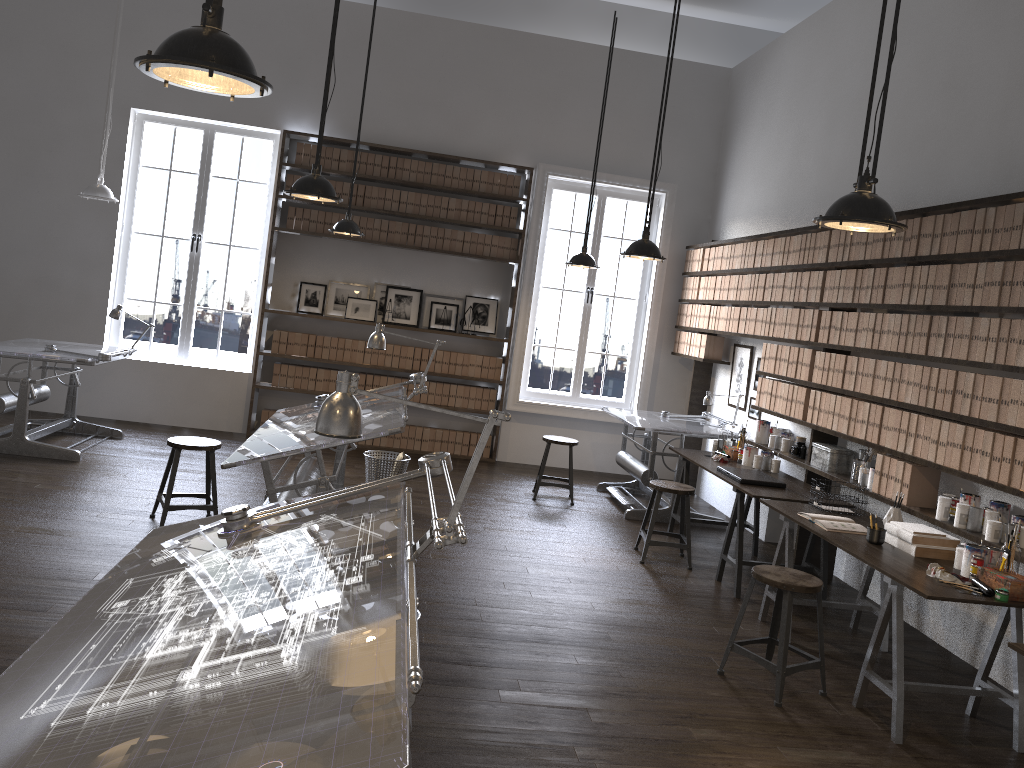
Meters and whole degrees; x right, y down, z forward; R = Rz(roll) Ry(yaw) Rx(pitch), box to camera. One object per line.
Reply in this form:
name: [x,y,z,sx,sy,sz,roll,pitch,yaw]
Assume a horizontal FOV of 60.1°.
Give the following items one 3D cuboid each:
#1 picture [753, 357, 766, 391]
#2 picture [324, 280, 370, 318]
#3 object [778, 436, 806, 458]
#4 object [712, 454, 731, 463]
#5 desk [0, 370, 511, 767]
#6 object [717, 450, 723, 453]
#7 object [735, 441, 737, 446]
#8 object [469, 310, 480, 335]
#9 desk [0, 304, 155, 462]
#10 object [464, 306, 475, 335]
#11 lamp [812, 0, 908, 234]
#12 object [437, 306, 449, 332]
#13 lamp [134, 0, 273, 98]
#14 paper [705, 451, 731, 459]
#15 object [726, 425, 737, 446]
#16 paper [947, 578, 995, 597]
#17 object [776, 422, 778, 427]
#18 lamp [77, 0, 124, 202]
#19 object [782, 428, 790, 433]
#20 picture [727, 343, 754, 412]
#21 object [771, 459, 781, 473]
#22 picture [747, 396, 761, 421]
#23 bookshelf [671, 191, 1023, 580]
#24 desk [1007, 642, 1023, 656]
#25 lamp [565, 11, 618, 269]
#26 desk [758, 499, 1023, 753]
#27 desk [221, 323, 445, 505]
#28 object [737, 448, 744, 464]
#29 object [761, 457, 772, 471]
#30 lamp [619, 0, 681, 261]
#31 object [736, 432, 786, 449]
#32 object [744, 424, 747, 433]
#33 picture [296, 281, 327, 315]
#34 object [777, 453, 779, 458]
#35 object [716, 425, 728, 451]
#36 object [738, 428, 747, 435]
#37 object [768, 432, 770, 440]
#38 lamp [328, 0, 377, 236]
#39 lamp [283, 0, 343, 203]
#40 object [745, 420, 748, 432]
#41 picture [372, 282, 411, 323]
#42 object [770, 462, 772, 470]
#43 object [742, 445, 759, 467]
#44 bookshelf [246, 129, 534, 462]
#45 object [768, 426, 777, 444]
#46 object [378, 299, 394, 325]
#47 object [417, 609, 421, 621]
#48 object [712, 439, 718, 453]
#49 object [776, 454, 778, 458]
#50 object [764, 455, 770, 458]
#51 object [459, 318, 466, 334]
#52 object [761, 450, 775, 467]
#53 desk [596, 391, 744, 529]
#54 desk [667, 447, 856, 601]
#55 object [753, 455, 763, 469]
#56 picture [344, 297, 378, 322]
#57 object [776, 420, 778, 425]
picture: [2.111,-0.078,7.503,0.022,0.284,0.202,7,3,-8]
picture: [-1.663,-0.842,8.958,0.415,0.364,0.083,7,2,-7]
object: [2.040,0.461,6.397,0.235,0.161,0.107,4,5,-42]
object: [1.541,0.543,6.537,0.132,0.050,0.197,9,5,21]
desk: [-0.629,0.624,2.242,1.075,1.383,2.076,7,4,-8]
object: [1.593,0.531,6.789,0.049,0.037,0.049,7,4,-11]
object: [1.744,0.503,6.937,0.068,0.104,0.068,7,3,-12]
object: [-0.372,-0.622,8.995,0.110,0.261,0.040,7,2,-7]
desk: [-3.579,-0.092,7.163,1.170,1.187,1.273,7,4,-8]
object: [-0.434,-0.648,8.958,0.118,0.303,0.040,7,2,-7]
lamp: [1.355,-1.659,3.045,0.313,2.248,0.310,8,2,17]
object: [-0.684,-0.655,8.917,0.124,0.260,0.040,7,2,-7]
lamp: [-0.579,-1.828,2.053,0.313,2.248,0.310,8,2,17]
paper: [1.545,0.535,6.671,0.137,0.038,0.156,6,5,-22]
object: [1.697,0.438,6.849,0.068,0.237,0.069,7,2,-11]
paper: [1.916,0.842,3.702,0.137,0.038,0.155,8,5,7]
object: [2.038,0.369,6.880,0.041,0.162,0.005,7,2,-15]
lamp: [-3.240,-2.625,7.207,0.312,2.248,0.312,6,2,-28]
object: [2.112,0.408,6.868,0.070,0.130,0.070,10,3,39]
picture: [2.041,-0.065,7.917,0.040,0.573,0.416,7,3,-8]
object: [1.870,0.582,6.281,0.062,0.094,0.061,10,4,41]
picture: [2.070,0.211,7.523,0.023,0.183,0.252,7,4,-8]
bookshelf: [2.336,0.617,4.628,0.373,3.199,9.212,7,5,-8]
desk: [2.094,1.346,2.284,0.655,0.668,1.675,7,5,-8]
lamp: [0.764,-2.144,7.734,0.312,2.248,0.312,6,2,-28]
desk: [1.828,1.127,4.406,0.655,0.668,1.675,7,5,-8]
desk: [-1.045,0.281,5.564,1.075,1.383,2.288,7,4,-8]
object: [1.694,0.531,6.538,0.049,0.111,0.050,7,2,-11]
object: [1.817,0.571,6.321,0.063,0.093,0.063,10,4,41]
lamp: [1.010,-1.944,5.805,0.312,2.248,0.312,6,2,-28]
object: [1.864,0.441,6.636,0.345,0.146,0.077,9,3,15]
object: [1.742,0.393,6.659,0.006,0.192,0.055,7,2,-9]
picture: [-2.018,-0.861,8.931,0.266,0.314,0.058,7,2,-7]
object: [1.893,0.559,6.342,0.004,0.133,0.030,7,2,-12]
object: [1.626,0.434,6.840,0.068,0.229,0.069,7,2,-11]
object: [1.779,0.452,6.860,0.068,0.229,0.069,7,2,-11]
object: [2.014,0.408,6.887,0.061,0.110,0.061,7,3,-9]
lamp: [-1.257,-2.387,7.472,0.312,2.248,0.312,6,2,-28]
lamp: [-0.902,-2.094,4.634,0.313,2.248,0.311,8,2,13]
object: [1.751,0.379,6.668,0.021,0.228,0.007,8,2,4]
picture: [-1.238,-0.811,9.017,0.369,0.405,0.091,7,2,-7]
object: [1.888,0.587,6.367,0.054,0.080,0.054,7,3,-7]
object: [1.743,0.529,6.477,0.104,0.141,0.105,7,3,-15]
bookshelf: [-1.264,-0.496,8.996,2.471,3.716,0.413,7,2,-7]
object: [2.005,0.398,6.816,0.051,0.139,0.050,7,2,-10]
object: [-1.251,-0.724,8.830,0.174,0.260,0.040,7,2,-7]
object: [-0.547,1.045,3.368,0.353,0.377,0.353,8,3,14]
object: [1.596,0.486,6.909,0.068,0.104,0.068,7,3,-3]
object: [1.886,0.557,6.349,0.005,0.117,0.036,7,2,-13]
object: [1.828,0.567,6.378,0.044,0.101,0.045,7,2,-8]
object: [-0.498,-0.583,8.917,0.066,0.165,0.040,7,2,-8]
object: [1.853,0.552,6.443,0.094,0.128,0.095,7,3,-4]
desk: [1.405,0.559,7.763,1.070,1.096,1.273,7,4,-8]
desk: [1.610,0.946,6.154,0.655,0.668,1.675,7,5,-8]
object: [1.767,0.560,6.370,0.062,0.094,0.062,9,3,32]
picture: [-1.518,-0.747,8.904,0.299,0.228,0.145,7,3,-8]
object: [2.045,0.370,6.887,0.033,0.184,0.005,7,2,-14]
